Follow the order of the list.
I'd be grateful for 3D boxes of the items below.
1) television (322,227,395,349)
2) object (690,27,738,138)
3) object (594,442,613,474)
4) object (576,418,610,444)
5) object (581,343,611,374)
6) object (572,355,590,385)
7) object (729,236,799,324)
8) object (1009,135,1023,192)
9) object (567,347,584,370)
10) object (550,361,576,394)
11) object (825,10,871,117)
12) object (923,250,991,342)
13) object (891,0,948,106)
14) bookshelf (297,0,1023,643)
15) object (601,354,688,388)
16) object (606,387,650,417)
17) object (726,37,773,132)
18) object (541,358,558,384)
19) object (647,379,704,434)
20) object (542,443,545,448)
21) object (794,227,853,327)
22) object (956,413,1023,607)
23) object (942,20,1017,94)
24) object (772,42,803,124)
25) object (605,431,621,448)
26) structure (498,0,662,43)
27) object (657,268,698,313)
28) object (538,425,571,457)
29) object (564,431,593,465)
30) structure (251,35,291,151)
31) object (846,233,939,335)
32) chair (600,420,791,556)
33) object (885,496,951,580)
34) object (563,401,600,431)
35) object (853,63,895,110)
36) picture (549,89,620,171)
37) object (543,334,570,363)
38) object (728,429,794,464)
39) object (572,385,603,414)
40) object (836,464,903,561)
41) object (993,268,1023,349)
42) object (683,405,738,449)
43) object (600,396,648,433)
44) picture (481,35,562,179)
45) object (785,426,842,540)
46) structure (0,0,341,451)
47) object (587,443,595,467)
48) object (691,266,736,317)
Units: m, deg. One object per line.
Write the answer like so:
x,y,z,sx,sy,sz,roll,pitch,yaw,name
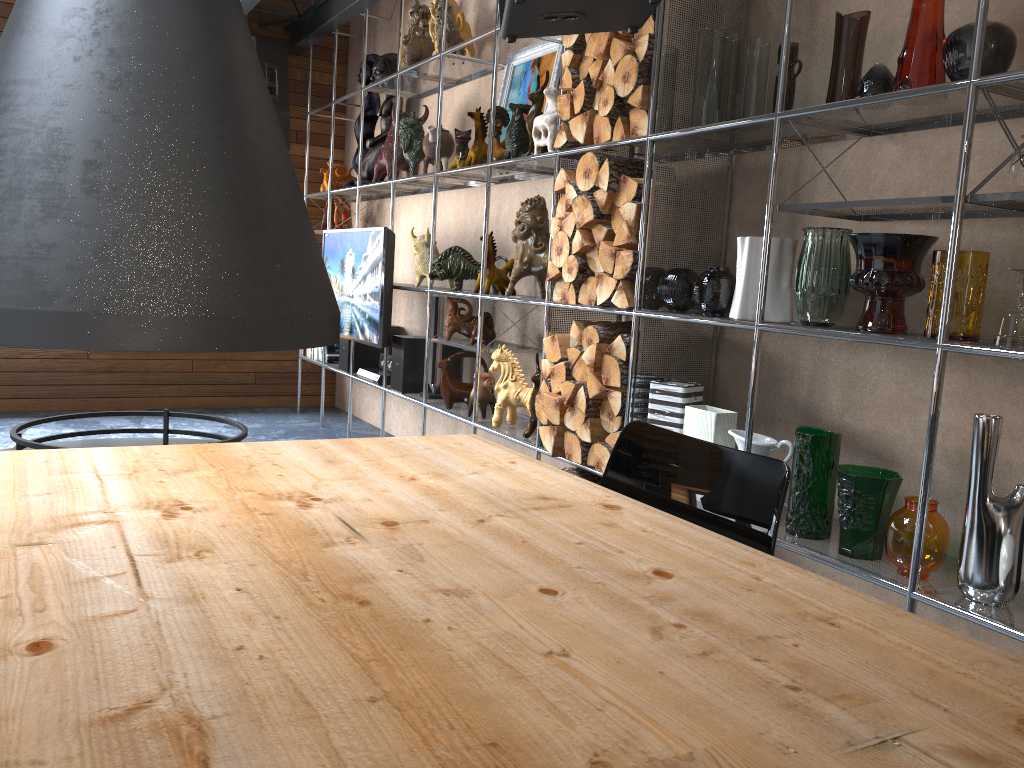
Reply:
-0.894,-0.576,5.142,0.115,0.638,1.075,0,8,-29,television
0.635,-0.945,2.793,0.122,0.313,0.122,2,7,-9,object
0.439,0.258,3.140,0.287,0.112,0.126,0,8,-30,object
0.395,0.163,3.248,0.330,0.098,0.104,-1,8,-32,object
0.420,-0.093,3.193,0.362,0.115,0.098,0,8,-30,object
0.399,-0.047,3.292,0.321,0.128,0.164,0,8,-30,object
0.742,-0.307,2.612,0.175,0.241,0.165,4,7,6,object
1.110,-0.464,1.887,0.092,0.124,0.092,3,7,-4,object
0.354,-0.093,3.348,0.303,0.090,0.098,0,8,-30,object
0.293,-0.035,3.402,0.290,0.153,0.112,-1,8,-32,object
0.883,-0.851,2.338,0.092,0.268,0.092,3,7,-7,object
1.042,-0.207,2.080,0.120,0.206,0.120,6,7,18,object
0.993,-0.813,2.138,0.127,0.254,0.126,5,7,14,object
1.397,-2.149,1.578,0.421,6.218,10.741,0,8,-29,bookshelf
0.463,-0.049,3.106,0.299,0.114,0.135,-1,8,-31,object
0.478,0.051,3.113,0.309,0.121,0.111,0,8,-30,object
0.708,-0.893,2.657,0.113,0.253,0.112,0,8,-29,object
0.262,-0.045,3.498,0.308,0.120,0.098,-1,8,-34,object
0.536,0.167,2.959,0.139,0.347,0.140,9,9,40,object
0.269,0.202,3.528,0.312,0.110,0.103,-1,8,-33,object
0.844,-0.288,2.410,0.144,0.264,0.142,4,7,1,object
1.088,0.282,1.991,0.129,0.420,0.129,0,8,-26,object
1.059,-0.741,2.014,0.149,0.149,0.148,5,7,14,object
0.777,-0.852,2.508,0.058,0.215,0.077,3,7,-3,object
0.475,0.193,3.125,0.303,0.088,0.095,-1,8,-31,object
0.174,-1.381,2.486,0.506,0.744,0.460,3,7,-4,structure
0.553,-0.308,2.925,0.148,0.146,0.150,9,9,40,object
0.292,0.207,3.425,0.362,0.131,0.154,0,8,-29,object
0.348,0.229,3.314,0.299,0.114,0.135,-1,8,-31,object
-1.756,-1.916,5.923,0.461,0.735,0.488,6,7,20,structure
0.949,-0.252,2.248,0.218,0.243,0.216,-2,9,-39,object
0.103,0.504,1.476,0.599,0.825,0.527,0,8,-29,chair
0.984,0.372,2.153,0.145,0.188,0.145,-2,9,-38,object
0.343,0.113,3.312,0.288,0.118,0.147,-1,8,-33,object
0.929,-0.758,2.255,0.108,0.109,0.109,3,7,-4,object
0.359,-1.349,3.729,0.090,0.863,0.530,0,8,-29,picture
0.282,-0.135,3.429,0.299,0.119,0.151,0,8,-27,object
0.724,0.268,2.634,0.171,0.245,0.146,4,7,1,object
0.386,0.057,3.265,0.331,0.110,0.101,0,8,-27,object
0.912,0.335,2.298,0.157,0.219,0.161,6,7,17,object
1.100,-0.164,1.925,0.081,0.170,0.081,3,7,-4,object
0.614,0.221,2.789,0.092,0.287,0.148,0,8,-29,object
0.467,0.106,3.175,0.286,0.143,0.143,0,8,-30,object
0.052,-1.306,4.219,0.136,0.625,0.544,0,8,-29,picture
0.833,0.272,2.454,0.125,0.295,0.130,3,7,-5,object
-0.881,-2.105,2.204,1.197,5.699,1.689,0,8,-29,structure
0.420,0.257,3.231,0.303,0.095,0.087,0,8,-29,object
0.638,-0.288,2.773,0.151,0.154,0.151,0,8,-26,object
